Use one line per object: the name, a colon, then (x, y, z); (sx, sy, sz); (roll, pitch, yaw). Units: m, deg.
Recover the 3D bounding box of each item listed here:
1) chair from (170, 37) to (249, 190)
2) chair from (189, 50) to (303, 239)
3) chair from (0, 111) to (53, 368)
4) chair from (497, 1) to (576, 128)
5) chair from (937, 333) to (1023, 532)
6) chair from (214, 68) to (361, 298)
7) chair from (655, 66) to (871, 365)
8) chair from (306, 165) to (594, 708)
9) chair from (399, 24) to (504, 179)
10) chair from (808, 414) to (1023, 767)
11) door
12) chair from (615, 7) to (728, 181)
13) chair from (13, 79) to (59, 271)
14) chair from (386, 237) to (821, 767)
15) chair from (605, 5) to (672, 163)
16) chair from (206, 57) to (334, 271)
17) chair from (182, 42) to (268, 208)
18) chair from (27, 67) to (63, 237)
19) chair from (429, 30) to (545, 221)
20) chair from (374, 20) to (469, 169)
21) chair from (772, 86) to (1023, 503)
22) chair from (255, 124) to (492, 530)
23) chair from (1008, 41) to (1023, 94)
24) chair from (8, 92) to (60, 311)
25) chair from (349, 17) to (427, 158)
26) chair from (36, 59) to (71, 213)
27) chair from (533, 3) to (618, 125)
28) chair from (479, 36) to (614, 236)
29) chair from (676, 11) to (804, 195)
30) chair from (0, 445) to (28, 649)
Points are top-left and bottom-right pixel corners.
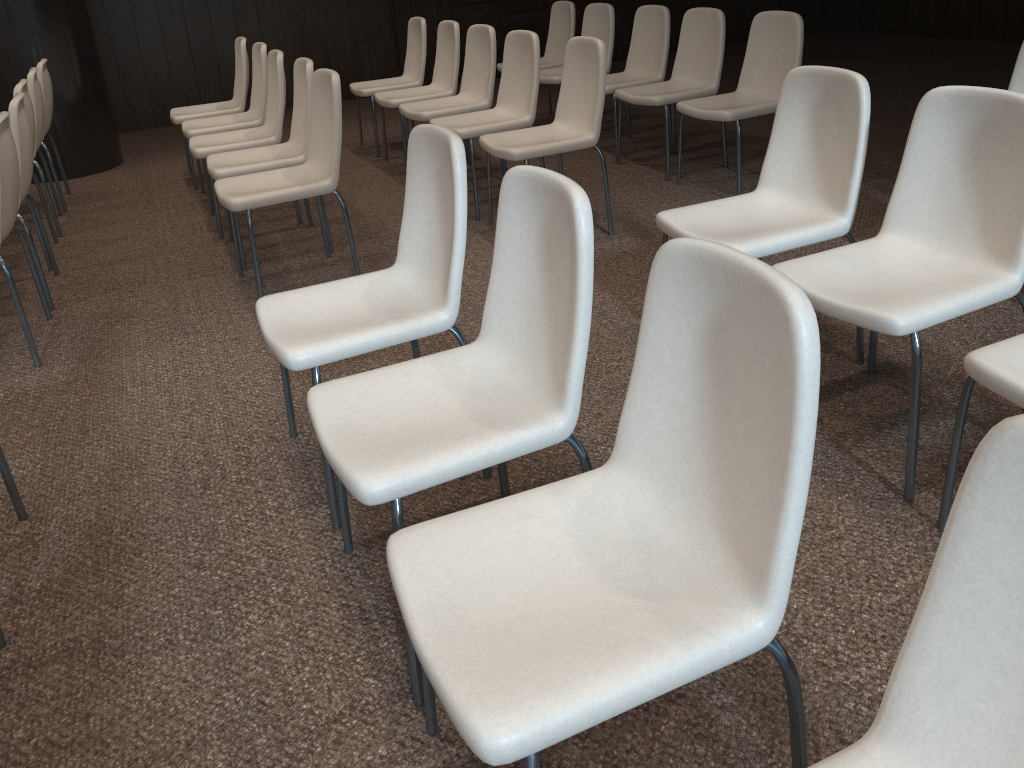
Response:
chair: (-1.969, -1.808, 5.798); (0.564, 0.855, 0.554); (-13, 23, -19)
chair: (-1.453, -1.318, 4.738); (0.564, 0.855, 0.554); (-13, 23, -19)
chair: (-2.063, -0.521, 3.254); (0.564, 0.855, 0.554); (-13, 23, -19)
chair: (0.201, -2.427, 6.670); (0.564, 0.855, 0.554); (-13, 23, -19)
chair: (1.254, -0.026, 1.719); (0.565, 0.855, 0.553); (-14, 24, -21)
chair: (-0.964, -0.851, 3.728); (0.565, 0.855, 0.552); (-15, 24, -22)
chair: (0.789, -0.518, 2.775); (0.564, 0.855, 0.554); (-13, 23, -19)
chair: (-0.119, 0.043, 1.808); (0.565, 0.855, 0.553); (-14, 24, -21)
chair: (-0.363, -1.662, 5.241); (0.565, 0.855, 0.552); (-15, 24, -22)
chair: (0.355, 0.536, 0.750); (0.564, 0.855, 0.553); (-13, 24, -20)
door: (-0.212, -4.343, 8.965); (1.418, 2.286, 0.279); (-14, 22, -22)
chair: (0.935, -1.713, 5.129); (0.565, 0.855, 0.552); (-14, 24, -22)
chair: (-2.579, -1.012, 4.315); (0.564, 0.855, 0.553); (-13, 24, -20)
chair: (0.120, 0.281, 1.296); (0.564, 0.855, 0.554); (-13, 23, -19)
chair: (0.711, -1.938, 5.613); (0.565, 0.855, 0.553); (-14, 24, -21)
chair: (-1.183, -1.088, 4.236); (0.564, 0.855, 0.554); (-13, 23, -19)
chair: (-1.693, -1.569, 5.277); (0.564, 0.855, 0.553); (-14, 24, -20)
chair: (-2.827, -1.267, 4.864); (0.565, 0.855, 0.552); (-14, 24, -22)
chair: (-0.127, -1.406, 4.693); (0.565, 0.855, 0.552); (-14, 24, -22)
chair: (-0.598, -1.895, 5.745); (0.564, 0.855, 0.554); (-13, 23, -19)
chair: (1.008, -0.280, 2.265); (0.565, 0.855, 0.553); (-14, 24, -21)
chair: (-0.382, -0.201, 2.338); (0.565, 0.855, 0.553); (-14, 24, -21)
chair: (1.855, -0.829, 3.217); (0.565, 0.855, 0.552); (-14, 24, -22)
chair: (-2.303, -0.773, 3.793); (0.564, 0.855, 0.553); (-14, 24, -20)
chair: (-0.861, -2.139, 6.273); (0.564, 0.855, 0.554); (-13, 23, -19)
chair: (-3.046, -1.506, 5.375); (0.564, 0.855, 0.553); (-13, 24, -20)
chair: (0.428, -2.181, 6.143); (0.565, 0.855, 0.552); (-15, 24, -22)
chair: (0.159, -1.160, 4.156); (0.564, 0.855, 0.554); (-13, 23, -19)
chair: (1.199, -1.467, 4.595); (0.565, 0.855, 0.552); (-14, 24, -22)
chair: (-1.411, 0.110, 1.890); (0.564, 0.855, 0.554); (-13, 23, -19)
